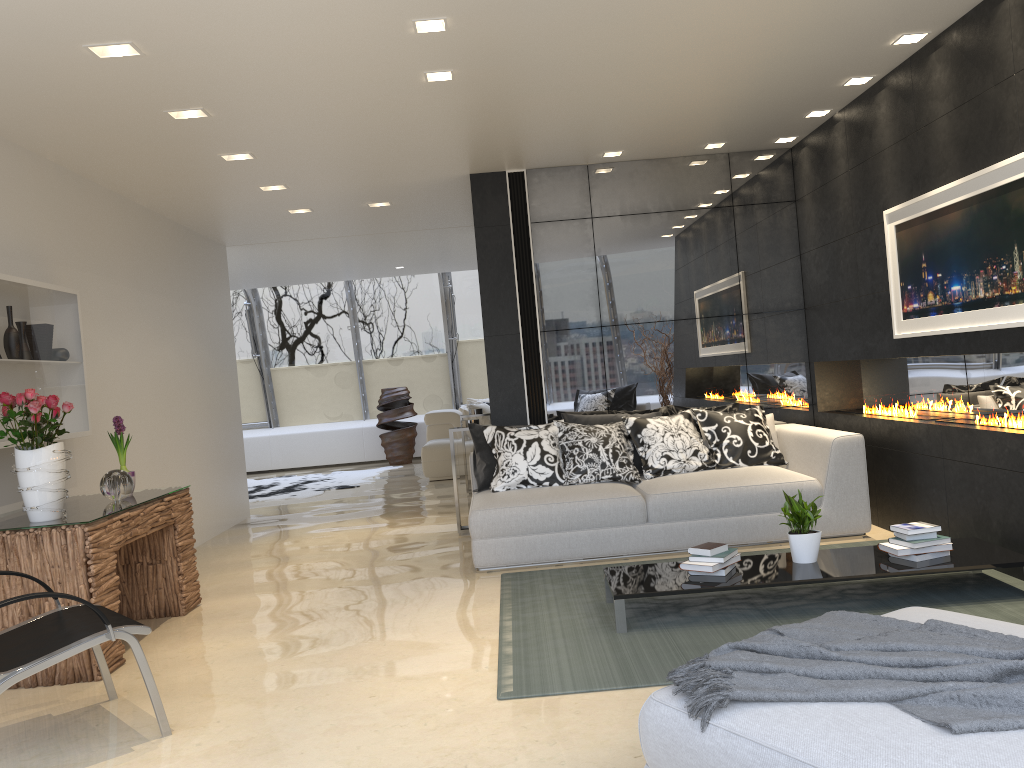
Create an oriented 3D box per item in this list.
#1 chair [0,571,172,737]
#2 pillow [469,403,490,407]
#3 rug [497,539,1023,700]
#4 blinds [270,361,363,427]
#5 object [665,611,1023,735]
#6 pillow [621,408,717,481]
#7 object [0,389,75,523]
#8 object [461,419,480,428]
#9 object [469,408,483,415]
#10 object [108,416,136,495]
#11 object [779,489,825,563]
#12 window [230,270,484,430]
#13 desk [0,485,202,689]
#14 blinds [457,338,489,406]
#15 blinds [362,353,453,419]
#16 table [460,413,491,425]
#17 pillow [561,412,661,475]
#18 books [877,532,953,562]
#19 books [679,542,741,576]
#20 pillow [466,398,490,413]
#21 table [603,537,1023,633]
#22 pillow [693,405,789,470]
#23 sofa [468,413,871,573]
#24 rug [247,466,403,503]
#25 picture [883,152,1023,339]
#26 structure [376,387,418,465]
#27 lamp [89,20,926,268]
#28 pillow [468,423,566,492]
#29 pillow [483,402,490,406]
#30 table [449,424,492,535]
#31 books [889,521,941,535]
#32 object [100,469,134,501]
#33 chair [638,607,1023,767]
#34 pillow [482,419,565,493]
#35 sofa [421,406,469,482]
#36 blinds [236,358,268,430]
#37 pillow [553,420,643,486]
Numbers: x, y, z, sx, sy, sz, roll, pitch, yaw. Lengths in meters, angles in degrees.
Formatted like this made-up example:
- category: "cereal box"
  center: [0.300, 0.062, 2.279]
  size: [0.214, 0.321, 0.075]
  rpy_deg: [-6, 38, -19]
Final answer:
- category: "chair"
  center: [-1.916, 0.932, 3.342]
  size: [0.943, 0.972, 0.752]
  rpy_deg: [-5, 1, -41]
- category: "pillow"
  center: [-0.337, 0.488, 12.885]
  size: [0.394, 0.471, 0.604]
  rpy_deg: [-5, 1, 15]
- category: "rug"
  center: [1.388, 1.096, 4.569]
  size: [2.923, 0.012, 2.194]
  rpy_deg: [-5, 1, 0]
- category: "blinds"
  center: [-3.294, 0.184, 15.012]
  size: [1.430, 1.027, 0.329]
  rpy_deg: [-5, 1, -1]
- category: "object"
  center: [0.869, 0.798, 2.191]
  size: [0.825, 0.359, 1.024]
  rpy_deg: [-5, 1, -32]
- category: "pillow"
  center: [1.171, 0.439, 6.514]
  size: [0.598, 0.470, 0.390]
  rpy_deg: [-5, 1, -17]
- category: "object"
  center: [-2.342, 0.349, 4.353]
  size: [0.350, 0.654, 0.327]
  rpy_deg: [-5, 1, 19]
- category: "object"
  center: [-0.346, 0.325, 7.324]
  size: [0.153, 0.059, 0.151]
  rpy_deg: [-5, 1, -41]
- category: "object"
  center: [-0.401, 0.306, 9.823]
  size: [0.153, 0.059, 0.151]
  rpy_deg: [-5, 1, 39]
- category: "object"
  center: [-2.314, 0.424, 5.257]
  size: [0.129, 0.476, 0.129]
  rpy_deg: [-5, 1, -41]
- category: "object"
  center: [1.469, 0.720, 4.509]
  size: [0.284, 0.369, 0.215]
  rpy_deg: [-5, 1, -23]
- category: "window"
  center: [-3.636, 0.067, 7.764]
  size: [16.171, 3.674, 16.693]
  rpy_deg: [-5, 1, 5]
- category: "desk"
  center: [-2.344, 1.050, 4.851]
  size: [0.793, 0.762, 1.436]
  rpy_deg: [-5, 1, -1]
- category: "blinds"
  center: [-0.245, -0.176, 15.048]
  size: [1.376, 1.214, 0.387]
  rpy_deg: [-5, 1, -1]
- category: "blinds"
  center: [-1.761, 0.050, 15.045]
  size: [1.430, 1.027, 0.329]
  rpy_deg: [-5, 1, -1]
- category: "table"
  center: [-0.361, 0.768, 9.827]
  size: [0.350, 0.872, 0.202]
  rpy_deg: [-5, 1, -1]
- category: "pillow"
  center: [0.788, 0.448, 6.707]
  size: [0.796, 0.511, 0.474]
  rpy_deg: [-5, 1, 0]
- category: "books"
  center: [2.000, 0.795, 4.409]
  size: [0.307, 0.126, 0.223]
  rpy_deg: [-5, 1, -12]
- category: "books"
  center: [0.995, 0.881, 4.461]
  size: [0.223, 0.126, 0.307]
  rpy_deg: [-5, 1, 36]
- category: "pillow"
  center: [0.482, 0.380, 13.539]
  size: [3.322, 0.530, 1.656]
  rpy_deg: [-5, 1, -31]
- category: "table"
  center: [1.477, 0.996, 4.441]
  size: [1.982, 0.187, 0.594]
  rpy_deg: [-5, 1, 1]
- category: "pillow"
  center: [1.703, 0.398, 6.607]
  size: [0.610, 0.479, 0.383]
  rpy_deg: [-5, 1, -14]
- category: "sofa"
  center: [1.002, 0.721, 6.421]
  size: [2.625, 0.798, 1.334]
  rpy_deg: [-5, 1, -1]
- category: "rug"
  center: [-2.997, 1.405, 12.289]
  size: [2.705, 0.008, 3.220]
  rpy_deg: [-5, 1, -1]
- category: "picture"
  center: [2.406, -0.678, 4.553]
  size: [0.025, 0.804, 2.068]
  rpy_deg: [-5, 1, -1]
- category: "structure"
  center: [-1.841, 0.683, 14.255]
  size: [0.674, 1.258, 0.672]
  rpy_deg: [-5, 1, -24]
- category: "lamp"
  center: [-1.837, -1.560, 7.558]
  size: [9.928, 0.004, 9.775]
  rpy_deg: [-5, 1, 0]
- category: "pillow"
  center: [0.076, 0.526, 6.683]
  size: [0.808, 0.525, 0.434]
  rpy_deg: [-5, 1, -5]
- category: "pillow"
  center: [-0.155, 0.477, 13.520]
  size: [0.599, 0.483, 0.405]
  rpy_deg: [-5, 1, -33]
- category: "table"
  center: [-0.305, 0.788, 7.329]
  size: [0.350, 0.872, 0.202]
  rpy_deg: [-5, 1, -1]
- category: "books"
  center: [2.008, 0.718, 4.416]
  size: [0.185, 0.027, 0.154]
  rpy_deg: [-5, 1, -10]
- category: "object"
  center: [-2.226, 0.569, 4.995]
  size: [0.175, 0.179, 0.174]
  rpy_deg: [-5, 1, 32]
- category: "chair"
  center: [1.338, 0.791, 1.725]
  size: [1.176, 0.690, 2.068]
  rpy_deg: [-5, 1, -31]
- category: "pillow"
  center: [0.109, 0.527, 6.423]
  size: [0.607, 0.483, 0.368]
  rpy_deg: [-5, 1, -2]
- category: "sofa"
  center: [0.860, 0.634, 12.937]
  size: [4.169, 0.866, 3.257]
  rpy_deg: [-5, 1, -1]
- category: "blinds"
  center: [-4.833, 0.225, 14.949]
  size: [1.376, 1.214, 0.387]
  rpy_deg: [-5, 1, -1]
- category: "pillow"
  center: [0.624, 0.496, 6.411]
  size: [0.623, 0.505, 0.393]
  rpy_deg: [-5, 1, -7]
